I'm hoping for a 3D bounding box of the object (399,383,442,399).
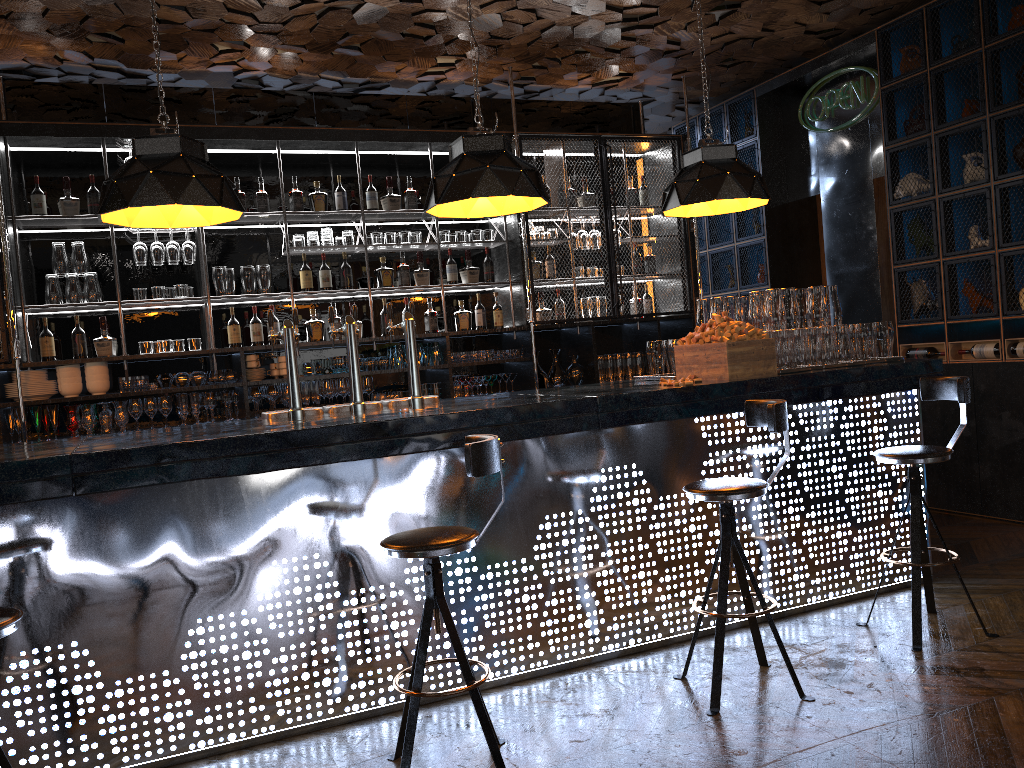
[{"bbox_3d":[-0.711,0.071,6.739,0.356,0.134,0.206,-5,2,-15],"label":"object"}]

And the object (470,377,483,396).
[{"bbox_3d":[-0.266,0.023,6.839,0.106,0.148,0.106,-5,2,-4],"label":"object"}]

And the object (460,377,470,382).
[{"bbox_3d":[-0.358,0.023,7.055,0.106,0.148,0.106,-5,2,-4],"label":"object"}]

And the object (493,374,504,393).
[{"bbox_3d":[-0.100,-0.004,7.155,0.107,0.152,0.107,-5,2,-17],"label":"object"}]

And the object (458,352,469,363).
[{"bbox_3d":[-0.372,-0.203,6.764,0.084,0.082,0.084,-6,2,-22],"label":"object"}]

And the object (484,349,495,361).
[{"bbox_3d":[-0.173,-0.223,6.847,0.084,0.082,0.084,-7,3,-41],"label":"object"}]

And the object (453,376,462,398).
[{"bbox_3d":[-0.428,0.028,6.722,0.089,0.174,0.089,-4,2,28],"label":"object"}]

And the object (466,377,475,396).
[{"bbox_3d":[-0.310,0.023,6.948,0.106,0.148,0.106,-5,2,9],"label":"object"}]

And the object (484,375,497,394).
[{"bbox_3d":[-0.160,0.012,6.887,0.106,0.148,0.106,-5,2,-13],"label":"object"}]

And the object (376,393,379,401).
[{"bbox_3d":[-0.983,0.117,6.626,0.067,0.100,0.067,-6,2,-31],"label":"object"}]

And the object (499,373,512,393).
[{"bbox_3d":[-0.046,-0.004,7.037,0.107,0.152,0.107,-5,2,-9],"label":"object"}]

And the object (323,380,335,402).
[{"bbox_3d":[-1.315,0.088,6.382,0.091,0.229,0.091,-6,2,-37],"label":"object"}]

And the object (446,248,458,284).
[{"bbox_3d":[-0.475,-0.914,6.943,0.086,0.298,0.086,-4,2,26],"label":"object"}]

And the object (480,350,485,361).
[{"bbox_3d":[-0.228,-0.221,6.930,0.084,0.082,0.084,-5,2,-17],"label":"object"}]

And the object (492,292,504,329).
[{"bbox_3d":[-0.116,-0.583,7.086,0.080,0.299,0.080,-6,2,-20],"label":"object"}]

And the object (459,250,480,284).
[{"bbox_3d":[-0.336,-0.916,6.979,0.123,0.279,0.123,-6,2,-34],"label":"object"}]

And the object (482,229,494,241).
[{"bbox_3d":[-0.186,-1.164,6.989,0.089,0.092,0.089,-6,2,-37],"label":"object"}]

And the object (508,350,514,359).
[{"bbox_3d":[0.007,-0.238,7.016,0.098,0.070,0.088,-5,2,4],"label":"object"}]

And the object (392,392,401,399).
[{"bbox_3d":[-0.855,0.109,6.555,0.067,0.099,0.067,-3,3,39],"label":"object"}]

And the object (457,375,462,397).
[{"bbox_3d":[-0.411,0.021,6.900,0.089,0.174,0.089,-4,2,28],"label":"object"}]

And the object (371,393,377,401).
[{"bbox_3d":[-1.035,0.118,6.724,0.067,0.100,0.067,-6,2,-31],"label":"object"}]

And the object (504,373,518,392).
[{"bbox_3d":[0.001,-0.005,6.930,0.107,0.152,0.107,-5,2,3],"label":"object"}]

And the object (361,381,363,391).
[{"bbox_3d":[-1.146,0.067,6.580,0.091,0.229,0.091,-6,2,-29],"label":"object"}]

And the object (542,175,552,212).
[{"bbox_3d":[0.274,-1.561,7.257,0.086,0.297,0.086,-4,2,26],"label":"object"}]

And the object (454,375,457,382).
[{"bbox_3d":[-0.435,0.020,6.995,0.089,0.174,0.089,-4,2,28],"label":"object"}]

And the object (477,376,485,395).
[{"bbox_3d":[-0.252,0.013,7.099,0.106,0.148,0.106,-4,2,16],"label":"object"}]

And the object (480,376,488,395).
[{"bbox_3d":[-0.206,0.012,6.994,0.106,0.148,0.106,-5,2,6],"label":"object"}]

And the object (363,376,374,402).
[{"bbox_3d":[-1.049,0.061,6.497,0.091,0.229,0.091,-3,3,39],"label":"object"}]

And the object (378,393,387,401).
[{"bbox_3d":[-0.952,0.118,6.517,0.067,0.100,0.067,-6,2,-31],"label":"object"}]

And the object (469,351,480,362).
[{"bbox_3d":[-0.282,-0.211,6.801,0.084,0.082,0.084,-5,2,-5],"label":"object"}]

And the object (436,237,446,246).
[{"bbox_3d":[-0.550,-1.133,6.989,0.089,0.092,0.089,-4,2,21],"label":"object"}]

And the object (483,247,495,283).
[{"bbox_3d":[-0.189,-0.943,7.060,0.086,0.299,0.086,-4,2,26],"label":"object"}]

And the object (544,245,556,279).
[{"bbox_3d":[0.312,-0.991,7.283,0.086,0.298,0.086,-4,2,26],"label":"object"}]

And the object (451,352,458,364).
[{"bbox_3d":[-0.448,-0.195,6.735,0.084,0.082,0.084,-6,2,-30],"label":"object"}]

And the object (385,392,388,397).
[{"bbox_3d":[-0.944,0.109,6.758,0.067,0.099,0.067,-3,3,39],"label":"object"}]

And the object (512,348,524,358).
[{"bbox_3d":[0.047,-0.239,6.926,0.088,0.070,0.098,-5,2,-13],"label":"object"}]

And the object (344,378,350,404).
[{"bbox_3d":[-1.233,0.075,6.544,0.091,0.229,0.091,-5,2,9],"label":"object"}]

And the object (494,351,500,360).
[{"bbox_3d":[-0.102,-0.229,7.023,0.088,0.070,0.098,-5,2,0],"label":"object"}]

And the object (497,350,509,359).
[{"bbox_3d":[-0.065,-0.229,6.933,0.088,0.070,0.098,-4,2,12],"label":"object"}]

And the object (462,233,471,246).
[{"bbox_3d":[-0.367,-1.152,7.077,0.089,0.092,0.089,-6,2,-37],"label":"object"}]

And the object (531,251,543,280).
[{"bbox_3d":[0.178,-0.952,7.211,0.151,0.248,0.094,-5,2,-14],"label":"object"}]

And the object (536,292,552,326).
[{"bbox_3d":[0.243,-0.609,7.224,0.123,0.279,0.123,-6,2,-34],"label":"object"}]

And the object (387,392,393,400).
[{"bbox_3d":[-0.904,0.109,6.670,0.067,0.099,0.067,-3,3,39],"label":"object"}]

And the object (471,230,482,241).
[{"bbox_3d":[-0.276,-1.155,6.944,0.089,0.092,0.089,-4,2,16],"label":"object"}]

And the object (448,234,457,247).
[{"bbox_3d":[-0.473,-1.142,7.058,0.089,0.092,0.089,-6,2,-37],"label":"object"}]

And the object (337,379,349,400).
[{"bbox_3d":[-1.222,0.078,6.427,0.091,0.229,0.091,-4,2,24],"label":"object"}]

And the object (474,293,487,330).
[{"bbox_3d":[-0.255,-0.570,7.042,0.086,0.298,0.086,-4,2,26],"label":"object"}]

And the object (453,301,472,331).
[{"bbox_3d":[-0.389,-0.531,6.970,0.151,0.248,0.094,-5,2,-14],"label":"object"}]

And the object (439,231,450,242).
[{"bbox_3d":[-0.518,-1.131,6.851,0.089,0.092,0.089,-6,2,-37],"label":"object"}]

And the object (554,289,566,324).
[{"bbox_3d":[0.391,-0.636,7.305,0.086,0.299,0.086,-4,2,26],"label":"object"}]

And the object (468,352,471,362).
[{"bbox_3d":[-0.303,-0.213,6.898,0.084,0.082,0.084,-5,2,5],"label":"object"}]

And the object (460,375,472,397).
[{"bbox_3d":[-0.353,0.019,6.819,0.089,0.174,0.089,-4,2,28],"label":"object"}]

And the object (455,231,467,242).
[{"bbox_3d":[-0.397,-1.145,6.934,0.089,0.092,0.089,-6,2,-24],"label":"object"}]

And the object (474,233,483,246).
[{"bbox_3d":[-0.271,-1.162,7.130,0.089,0.092,0.089,-4,2,16],"label":"object"}]
